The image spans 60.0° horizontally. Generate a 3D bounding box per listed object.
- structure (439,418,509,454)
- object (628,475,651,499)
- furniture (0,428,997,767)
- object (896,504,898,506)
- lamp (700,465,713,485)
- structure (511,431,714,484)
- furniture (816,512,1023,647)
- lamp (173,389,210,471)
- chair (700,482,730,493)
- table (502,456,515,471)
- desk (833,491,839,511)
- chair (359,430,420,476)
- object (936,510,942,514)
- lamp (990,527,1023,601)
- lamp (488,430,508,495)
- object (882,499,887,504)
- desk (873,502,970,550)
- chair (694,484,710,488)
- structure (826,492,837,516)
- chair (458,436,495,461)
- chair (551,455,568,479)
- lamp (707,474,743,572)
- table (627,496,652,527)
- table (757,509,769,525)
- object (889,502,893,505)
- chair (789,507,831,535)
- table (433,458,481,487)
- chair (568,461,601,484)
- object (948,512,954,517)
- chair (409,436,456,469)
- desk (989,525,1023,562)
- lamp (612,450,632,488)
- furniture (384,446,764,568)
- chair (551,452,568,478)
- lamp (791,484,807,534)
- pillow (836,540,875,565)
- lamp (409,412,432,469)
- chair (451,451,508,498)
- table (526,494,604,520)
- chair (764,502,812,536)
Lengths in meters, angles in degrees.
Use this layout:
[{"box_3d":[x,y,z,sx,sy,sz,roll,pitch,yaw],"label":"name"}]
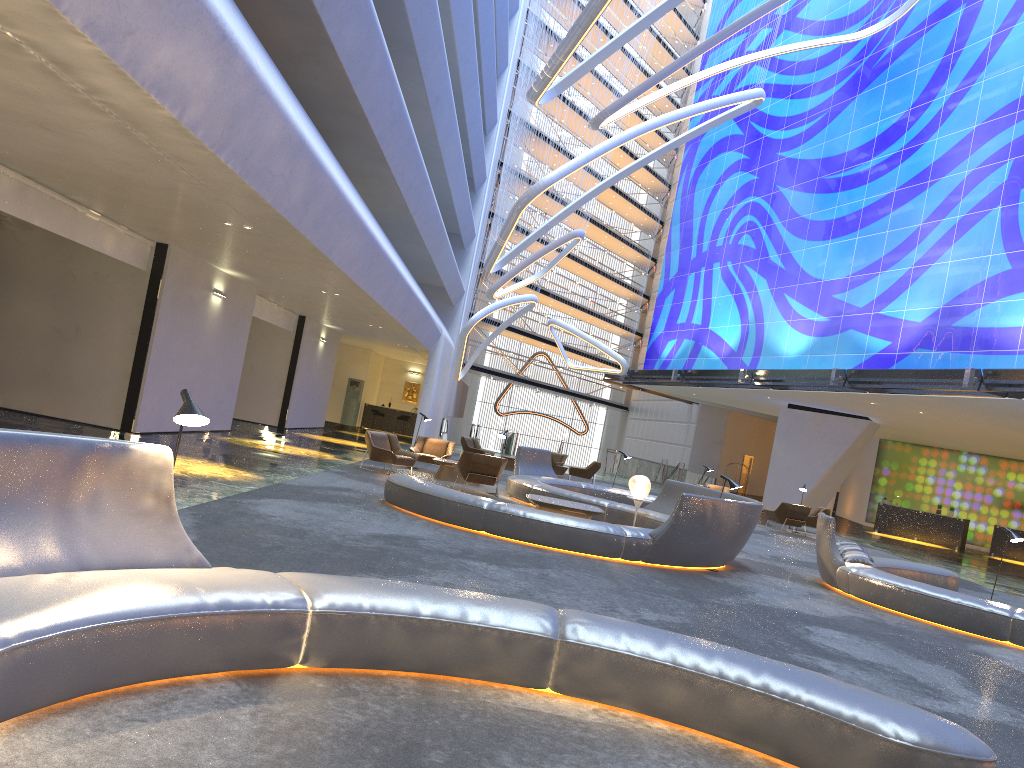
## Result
[{"box_3d":[-2.441,6.254,49.275,3.016,8.235,19.844,11,-2,0],"label":"structure"},{"box_3d":[2.093,1.690,14.571,0.366,0.387,0.318,11,-1,7],"label":"object"},{"box_3d":[-0.007,0.971,0.495,5.187,0.969,9.931,11,-2,-3],"label":"furniture"},{"box_3d":[14.228,4.466,32.768,0.072,0.070,0.073,10,-2,34],"label":"object"},{"box_3d":[5.590,3.007,25.861,0.383,1.300,0.202,11,-1,17],"label":"lamp"},{"box_3d":[3.871,7.508,49.739,9.304,8.395,19.748,11,-2,0],"label":"structure"},{"box_3d":[7.219,2.755,9.874,5.190,0.969,9.926,11,-2,-8],"label":"furniture"},{"box_3d":[-1.813,0.673,4.668,0.202,1.300,0.383,11,-1,-41],"label":"lamp"},{"box_3d":[5.874,3.332,25.804,0.929,0.766,0.940,11,-2,6],"label":"chair"},{"box_3d":[0.308,2.526,27.381,1.201,0.392,1.206,10,-2,18],"label":"table"},{"box_3d":[17.074,6.279,48.291,2.969,1.097,0.816,9,-2,38],"label":"desk"},{"box_3d":[-2.456,1.394,17.704,0.936,0.766,0.932,10,-2,33],"label":"chair"},{"box_3d":[15.363,4.606,31.900,0.150,0.145,0.150,10,-2,33],"label":"object"},{"box_3d":[6.968,2.687,12.550,0.202,1.300,0.383,11,-1,-24],"label":"lamp"},{"box_3d":[-0.257,1.519,17.257,0.201,1.300,0.385,11,-1,17],"label":"lamp"},{"box_3d":[13.875,4.371,33.024,0.149,0.149,0.150,10,-2,34],"label":"object"},{"box_3d":[14.954,5.183,32.424,2.969,1.097,0.816,9,-2,38],"label":"desk"},{"box_3d":[5.244,3.105,23.351,0.936,0.766,0.932,10,-2,33],"label":"chair"},{"box_3d":[13.757,4.729,38.271,1.024,2.050,0.771,11,-1,-22],"label":"structure"},{"box_3d":[-1.087,2.064,27.084,0.936,0.766,0.932,10,-2,25],"label":"chair"},{"box_3d":[1.000,2.400,25.695,0.942,0.766,0.927,12,-2,-38],"label":"chair"},{"box_3d":[2.813,1.869,11.911,0.383,1.300,0.202,11,-1,17],"label":"lamp"},{"box_3d":[2.041,2.181,14.596,0.418,0.595,0.428,11,-1,-1],"label":"table"},{"box_3d":[6.574,3.592,24.516,1.203,0.392,1.204,11,-2,0],"label":"table"},{"box_3d":[14.071,4.422,32.883,0.107,0.108,0.111,10,-2,34],"label":"object"},{"box_3d":[8.057,3.671,24.056,0.938,0.766,0.931,11,-2,8],"label":"chair"},{"box_3d":[-1.126,1.881,18.869,1.203,0.392,1.204,11,-2,0],"label":"table"},{"box_3d":[2.202,2.696,27.229,0.938,0.766,0.930,11,-2,2],"label":"chair"},{"box_3d":[15.704,4.662,31.685,0.150,0.145,0.150,10,-2,33],"label":"object"},{"box_3d":[-1.826,1.621,20.157,0.929,0.766,0.940,11,-2,6],"label":"chair"},{"box_3d":[18.526,5.802,31.054,2.969,1.097,0.816,9,-2,37],"label":"desk"},{"box_3d":[2.440,2.158,20.153,0.383,1.300,0.202,11,-1,17],"label":"lamp"},{"box_3d":[1.693,1.953,15.536,5.176,0.969,9.952,10,-3,17],"label":"furniture"},{"box_3d":[1.229,2.572,28.635,0.927,0.766,0.941,10,-2,27],"label":"chair"},{"box_3d":[7.443,3.230,22.905,0.201,1.300,0.385,11,-1,17],"label":"lamp"},{"box_3d":[4.768,2.361,12.489,0.692,0.262,0.878,10,-2,8],"label":"pillow"},{"box_3d":[-2.110,1.296,20.214,0.383,1.300,0.202,11,-1,17],"label":"lamp"},{"box_3d":[-0.643,1.709,17.027,0.931,0.766,0.938,11,-2,-17],"label":"chair"},{"box_3d":[0.770,2.009,13.550,1.203,0.392,1.204,11,-2,0],"label":"table"},{"box_3d":[7.057,3.420,22.674,0.931,0.766,0.938,11,-2,-17],"label":"chair"}]
